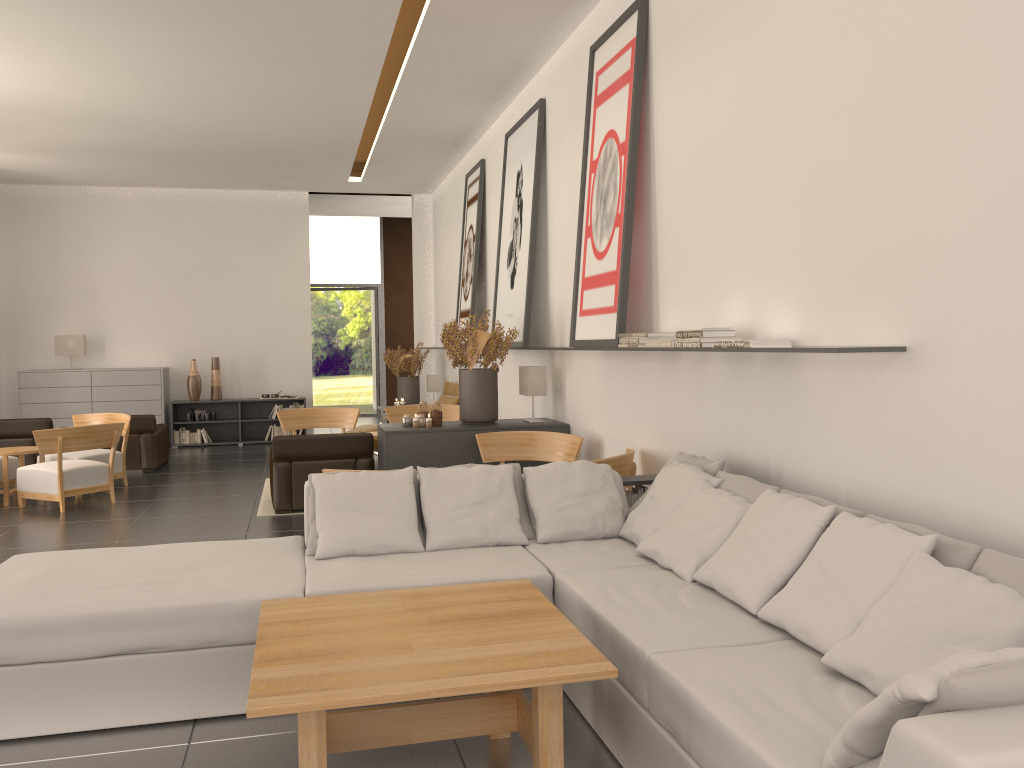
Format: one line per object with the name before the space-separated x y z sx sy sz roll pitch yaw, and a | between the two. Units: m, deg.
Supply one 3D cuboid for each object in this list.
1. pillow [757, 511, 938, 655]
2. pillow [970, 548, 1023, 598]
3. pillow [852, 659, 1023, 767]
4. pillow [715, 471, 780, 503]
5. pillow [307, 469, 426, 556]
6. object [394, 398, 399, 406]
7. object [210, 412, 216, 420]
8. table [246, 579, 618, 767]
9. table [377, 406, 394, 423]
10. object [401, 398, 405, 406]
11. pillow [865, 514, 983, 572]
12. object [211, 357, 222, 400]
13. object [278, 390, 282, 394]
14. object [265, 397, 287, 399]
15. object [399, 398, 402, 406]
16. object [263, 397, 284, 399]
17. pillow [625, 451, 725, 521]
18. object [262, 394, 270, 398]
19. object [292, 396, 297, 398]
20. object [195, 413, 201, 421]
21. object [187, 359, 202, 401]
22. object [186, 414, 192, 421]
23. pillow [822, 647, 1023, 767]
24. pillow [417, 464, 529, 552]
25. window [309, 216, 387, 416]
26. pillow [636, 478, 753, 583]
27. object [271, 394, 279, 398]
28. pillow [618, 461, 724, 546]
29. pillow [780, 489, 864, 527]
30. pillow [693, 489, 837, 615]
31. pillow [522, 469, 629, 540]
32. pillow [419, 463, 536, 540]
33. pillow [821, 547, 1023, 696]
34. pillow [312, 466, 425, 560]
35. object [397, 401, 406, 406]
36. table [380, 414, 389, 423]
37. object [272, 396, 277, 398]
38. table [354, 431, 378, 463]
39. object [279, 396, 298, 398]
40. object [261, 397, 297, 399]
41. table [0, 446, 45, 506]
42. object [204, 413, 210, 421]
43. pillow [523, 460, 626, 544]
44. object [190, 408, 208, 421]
pillow | 1.706 1.005 4.540 0.585 0.598 0.802 -1 2 -14
pillow | 2.066 1.058 3.650 0.549 0.581 0.919 -1 2 -14
pillow | 1.633 1.114 2.946 0.919 0.581 0.550 -2 2 -15
pillow | 1.442 0.951 6.237 0.549 0.581 0.919 -1 2 -14
pillow | -1.144 0.990 6.935 0.919 0.577 0.549 -1 2 -14
object | -2.679 0.453 20.587 0.108 0.254 0.108 1 2 41
object | -7.188 0.775 21.307 0.135 0.178 0.136 -1 2 -7
table | -0.482 1.688 4.576 1.600 0.839 1.601 -1 2 -14
table | -2.301 0.976 20.970 1.600 0.839 1.601 -1 2 -14
object | -2.519 0.454 20.525 0.104 0.254 0.104 0 2 37
pillow | 1.861 1.023 4.500 0.549 0.581 0.919 -1 2 -14
object | -7.124 -0.129 21.340 0.262 1.025 0.262 -1 2 -10
object | -5.781 0.237 21.831 0.086 0.151 0.261 1 3 44
object | -5.695 0.339 21.432 0.515 0.015 0.014 -2 2 -15
object | -2.566 0.449 20.641 0.104 0.254 0.104 0 2 37
object | -5.771 0.340 21.453 0.515 0.015 0.014 -2 2 -21
pillow | 1.262 0.893 7.073 0.643 0.657 0.884 -1 2 -14
object | -6.039 0.296 21.742 0.188 0.082 0.188 1 3 37
object | -5.282 0.315 21.525 0.112 0.040 0.034 -2 2 -24
object | -7.441 0.793 21.006 0.135 0.178 0.136 -1 2 -12
object | -7.532 -0.091 21.015 0.326 0.992 0.327 -1 2 10
object | -7.653 0.795 21.031 0.135 0.178 0.136 -1 2 -12
pillow | 1.517 1.112 3.019 0.797 0.580 0.626 -2 2 -15
pillow | -0.323 0.956 6.989 0.802 0.595 0.596 -1 2 -13
window | -9.214 -2.481 27.971 10.310 7.377 0.100 -1 2 -14
pillow | 1.285 0.987 6.098 0.590 0.562 0.803 -2 2 -18
object | -5.820 0.290 21.791 0.188 0.082 0.188 -1 2 1
pillow | 1.174 0.931 6.753 0.587 0.596 0.819 -1 2 -13
pillow | 1.652 0.987 5.365 0.549 0.581 0.919 -1 2 -14
pillow | 1.515 0.972 5.333 0.585 0.598 0.802 -1 2 -14
pillow | 0.555 0.983 7.362 0.918 0.510 0.616 -1 2 -12
pillow | -0.292 0.967 7.137 0.919 0.591 0.558 -1 2 -14
pillow | 1.830 1.080 3.839 0.590 0.562 0.803 -2 2 -18
pillow | -1.114 0.975 6.798 0.802 0.598 0.585 -1 2 -14
object | -2.562 0.488 20.502 0.207 0.187 0.111 -2 2 -27
table | -2.240 1.079 18.037 0.798 0.903 0.797 -2 2 -36
object | -5.849 0.315 21.526 0.292 0.058 0.086 -2 3 -27
table | -2.150 1.225 14.472 0.797 0.903 0.798 -1 2 9
object | -5.468 0.313 21.713 0.405 0.034 0.293 1 3 34
object | -5.675 0.339 21.630 0.894 0.003 0.672 -1 3 -11
table | -7.681 1.411 13.682 0.870 0.802 0.870 -1 2 9
object | -7.246 0.786 21.081 0.136 0.178 0.135 -3 3 -43
pillow | 0.516 0.939 7.200 0.797 0.580 0.626 -1 2 -12
object | -7.485 0.719 21.209 0.413 0.309 0.142 -1 2 1
